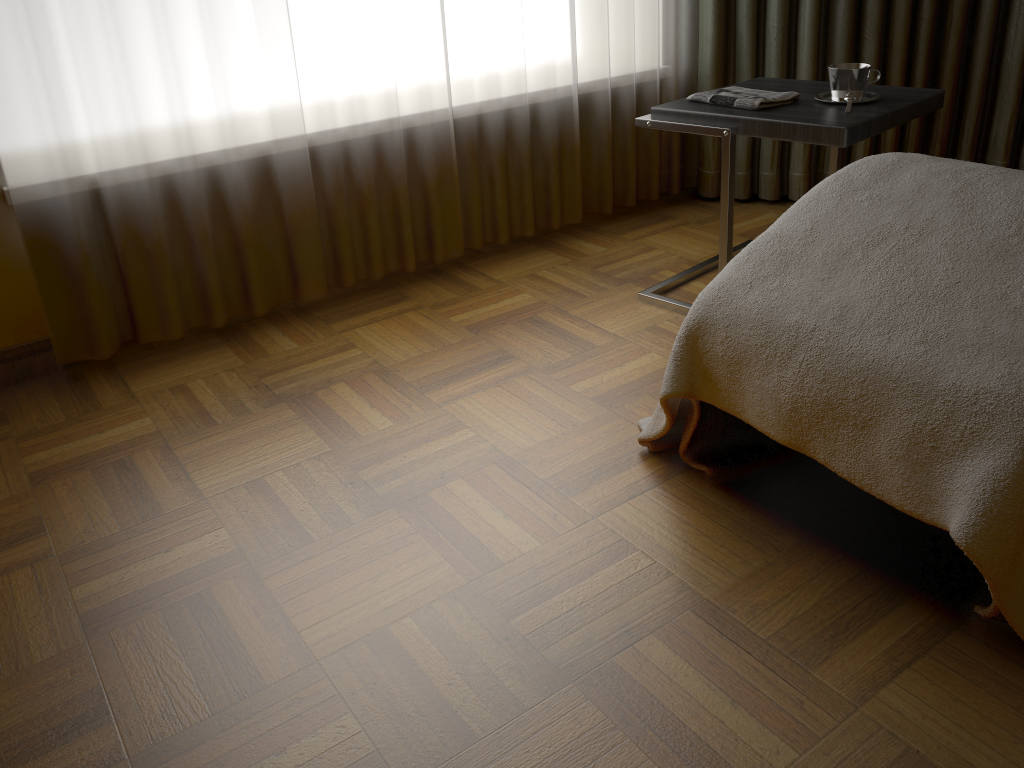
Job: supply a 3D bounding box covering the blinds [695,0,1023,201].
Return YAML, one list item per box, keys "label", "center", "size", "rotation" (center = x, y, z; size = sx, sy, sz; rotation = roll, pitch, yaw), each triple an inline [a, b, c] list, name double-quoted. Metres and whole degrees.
- label: "blinds"
  center: [1.339, -1.757, 2.608]
  size: [1.532, 2.373, 0.232]
  rotation: [1, 24, 11]

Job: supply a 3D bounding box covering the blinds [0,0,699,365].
- label: "blinds"
  center: [-0.280, -1.397, 2.264]
  size: [2.224, 2.216, 0.094]
  rotation: [-20, 28, -31]

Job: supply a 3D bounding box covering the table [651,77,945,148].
- label: "table"
  center: [0.703, -0.685, 2.188]
  size: [0.508, 0.043, 0.526]
  rotation: [-26, 34, -37]

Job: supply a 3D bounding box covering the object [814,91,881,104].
- label: "object"
  center: [0.802, -0.684, 2.114]
  size: [0.151, 0.009, 0.153]
  rotation: [-18, 30, -25]

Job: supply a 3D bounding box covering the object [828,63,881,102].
- label: "object"
  center: [0.805, -0.718, 2.103]
  size: [0.112, 0.076, 0.100]
  rotation: [-19, 30, -28]

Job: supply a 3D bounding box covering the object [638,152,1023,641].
- label: "object"
  center: [0.761, -0.081, 1.515]
  size: [0.920, 0.504, 0.937]
  rotation: [-20, 30, -29]

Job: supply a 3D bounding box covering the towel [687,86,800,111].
- label: "towel"
  center: [0.577, -0.709, 2.185]
  size: [0.180, 0.034, 0.246]
  rotation: [-18, 30, -26]

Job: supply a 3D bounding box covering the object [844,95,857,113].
- label: "object"
  center: [0.771, -0.643, 2.023]
  size: [0.029, 0.019, 0.127]
  rotation: [7, 29, 22]
